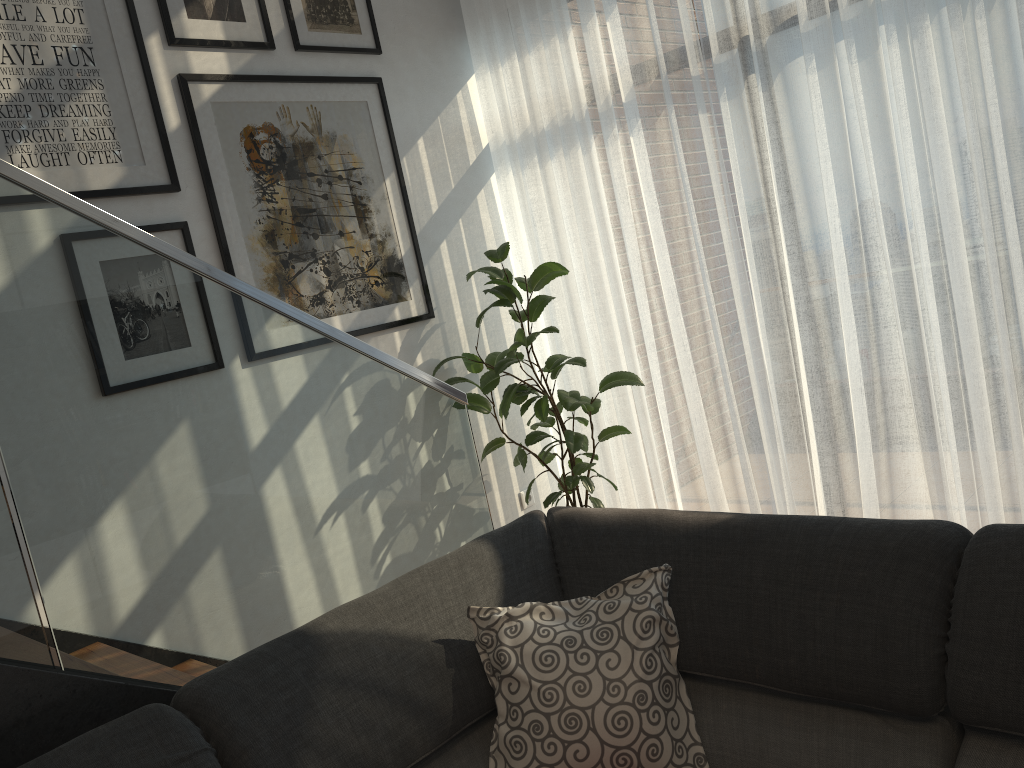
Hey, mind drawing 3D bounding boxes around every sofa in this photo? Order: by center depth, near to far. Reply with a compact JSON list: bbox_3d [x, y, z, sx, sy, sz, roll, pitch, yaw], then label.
[{"bbox_3d":[-0.189,0.825,0.519,2.108,0.995,3.169,-6,9,45],"label":"sofa"}]

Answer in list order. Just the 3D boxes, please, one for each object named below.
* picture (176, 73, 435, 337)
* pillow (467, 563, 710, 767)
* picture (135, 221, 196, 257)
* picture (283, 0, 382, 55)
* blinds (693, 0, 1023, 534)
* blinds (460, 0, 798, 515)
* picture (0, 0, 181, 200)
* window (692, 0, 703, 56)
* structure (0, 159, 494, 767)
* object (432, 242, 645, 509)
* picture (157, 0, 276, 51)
[{"bbox_3d":[-0.723,-0.656,3.331,0.025,0.990,0.871,-6,9,45],"label":"picture"},{"bbox_3d":[-0.699,0.833,0.862,2.734,0.364,0.386,-18,9,-41],"label":"pillow"},{"bbox_3d":[-1.173,-0.251,2.843,0.025,0.504,0.410,-6,9,45],"label":"picture"},{"bbox_3d":[-0.704,-1.451,3.433,0.025,0.333,0.410,-6,9,45],"label":"picture"},{"bbox_3d":[0.925,-2.047,2.701,1.374,5.581,0.218,-6,9,43],"label":"blinds"},{"bbox_3d":[0.141,-1.966,3.445,1.223,5.581,0.218,-6,9,42],"label":"blinds"},{"bbox_3d":[-1.427,-1.045,2.662,0.025,0.990,0.654,-6,9,45],"label":"picture"},{"bbox_3d":[1.889,-0.637,2.548,4.808,2.501,0.119,-6,9,45],"label":"window"},{"bbox_3d":[-2.547,0.286,0.627,1.289,3.460,5.660,-6,9,45],"label":"structure"},{"bbox_3d":[0.104,0.148,3.664,0.774,1.463,0.528,-15,7,-24],"label":"object"},{"bbox_3d":[-1.059,-1.419,3.073,0.025,0.504,0.410,-6,9,45],"label":"picture"}]
